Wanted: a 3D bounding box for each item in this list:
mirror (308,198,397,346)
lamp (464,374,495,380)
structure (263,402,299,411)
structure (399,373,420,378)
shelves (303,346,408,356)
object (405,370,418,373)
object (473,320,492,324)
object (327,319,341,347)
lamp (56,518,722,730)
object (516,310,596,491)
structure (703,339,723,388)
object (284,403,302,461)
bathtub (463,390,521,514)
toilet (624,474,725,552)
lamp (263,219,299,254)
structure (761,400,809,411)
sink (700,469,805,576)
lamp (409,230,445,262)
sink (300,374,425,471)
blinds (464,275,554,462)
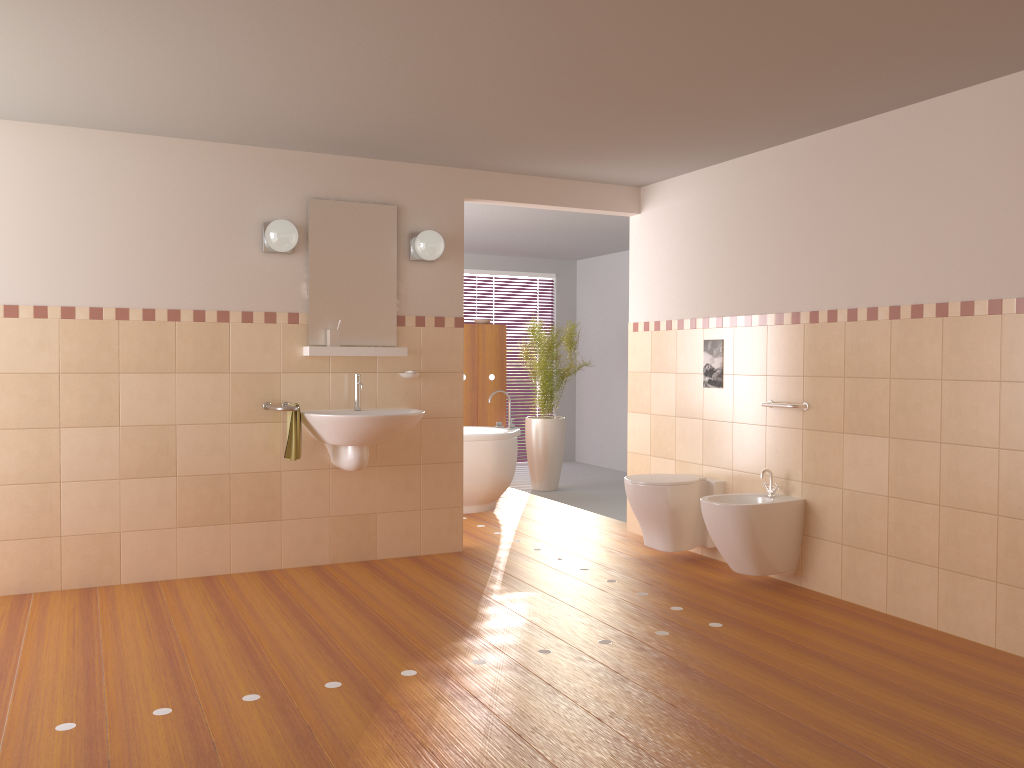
[{"bbox_3d":[-0.884,-0.613,4.943,0.502,0.799,0.008,0,2,-26],"label":"mirror"},{"bbox_3d":[-0.683,-0.057,7.701,1.169,0.052,0.001,0,2,-26],"label":"lamp"},{"bbox_3d":[-1.202,0.123,4.642,0.142,0.042,0.333,0,2,-26],"label":"structure"},{"bbox_3d":[-0.579,-0.047,5.073,0.117,0.029,0.092,0,2,-26],"label":"structure"},{"bbox_3d":[-0.863,-0.180,4.907,0.554,0.050,0.138,0,2,-26],"label":"shelves"},{"bbox_3d":[-0.578,-0.069,5.074,0.075,0.023,0.050,1,2,29],"label":"object"},{"bbox_3d":[-0.268,-0.557,8.035,0.173,0.046,0.173,0,2,-26],"label":"object"},{"bbox_3d":[-0.972,-0.278,4.844,0.063,0.149,0.073,0,2,-26],"label":"object"},{"bbox_3d":[-1.141,1.017,4.439,3.173,0.001,2.893,0,2,-26],"label":"lamp"},{"bbox_3d":[0.397,0.157,7.820,0.683,1.557,1.335,0,2,7],"label":"object"},{"bbox_3d":[1.158,-0.116,5.112,0.005,0.279,0.170,0,2,-26],"label":"structure"},{"bbox_3d":[-1.149,0.251,4.667,0.085,0.306,0.181,0,2,-10],"label":"object"},{"bbox_3d":[-0.791,0.507,6.757,1.874,0.900,0.888,0,2,-26],"label":"bathtub"},{"bbox_3d":[0.895,0.733,5.075,0.534,0.400,0.375,0,2,-26],"label":"toilet"},{"bbox_3d":[-1.218,-0.780,4.679,0.173,0.173,0.209,0,2,-26],"label":"lamp"},{"bbox_3d":[1.386,0.109,4.558,0.091,0.042,0.295,0,2,-26],"label":"structure"},{"bbox_3d":[1.191,0.693,4.481,0.515,0.517,0.335,0,2,-26],"label":"sink"},{"bbox_3d":[-0.475,-0.786,5.039,0.173,0.173,0.209,0,2,-26],"label":"lamp"},{"bbox_3d":[-0.778,0.208,4.738,0.683,0.516,0.539,0,2,-26],"label":"sink"},{"bbox_3d":[-1.659,-0.136,8.905,4.712,2.022,0.032,0,2,-26],"label":"blinds"}]
